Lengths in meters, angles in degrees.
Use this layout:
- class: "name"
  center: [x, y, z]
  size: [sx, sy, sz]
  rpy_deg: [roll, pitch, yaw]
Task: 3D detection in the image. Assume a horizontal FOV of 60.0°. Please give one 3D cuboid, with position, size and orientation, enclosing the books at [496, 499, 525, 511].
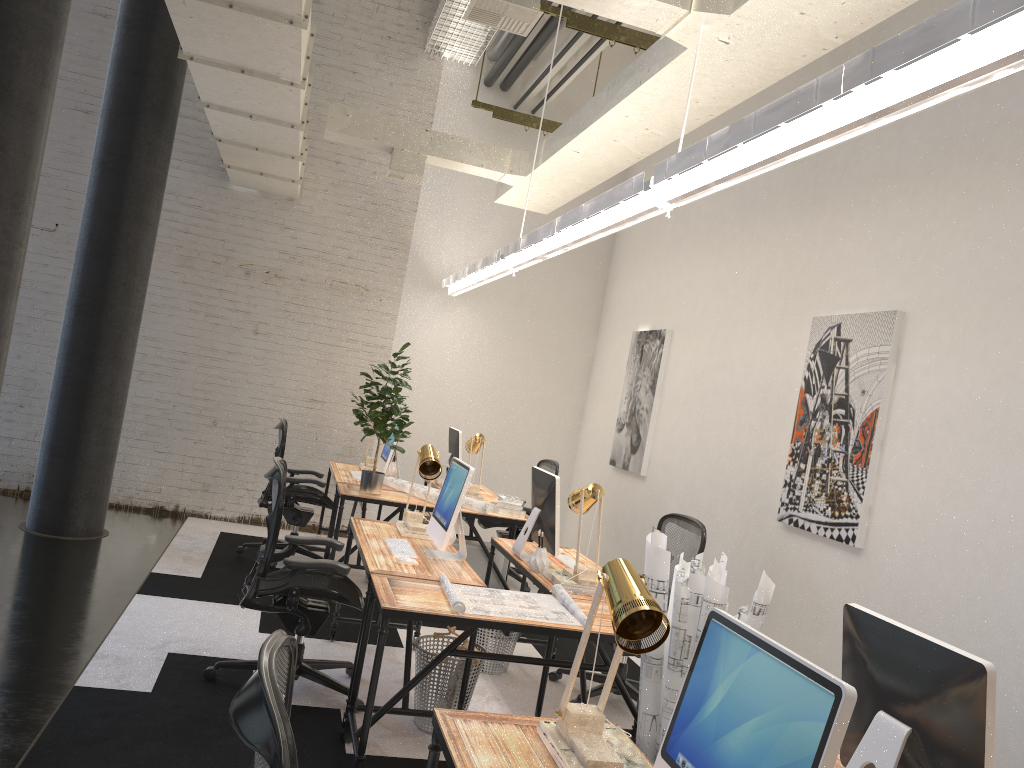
- class: "books"
  center: [-0.009, 0.861, 6.384]
  size: [0.193, 0.044, 0.257]
  rpy_deg: [10, -1, 4]

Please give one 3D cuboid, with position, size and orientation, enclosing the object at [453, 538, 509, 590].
- class: "object"
  center: [-0.323, 1.389, 6.517]
  size: [0.544, 0.455, 0.221]
  rpy_deg: [10, 0, -14]

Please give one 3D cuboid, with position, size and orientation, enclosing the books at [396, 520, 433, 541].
- class: "books"
  center: [-0.523, 0.820, 4.968]
  size: [0.225, 0.038, 0.308]
  rpy_deg: [10, -1, -14]

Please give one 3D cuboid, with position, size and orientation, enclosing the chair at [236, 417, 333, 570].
- class: "chair"
  center: [-1.650, 0.835, 6.923]
  size: [0.793, 1.085, 0.769]
  rpy_deg: [10, 0, -30]

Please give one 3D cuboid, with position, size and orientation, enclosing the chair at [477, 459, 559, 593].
- class: "chair"
  center: [0.040, 1.150, 7.540]
  size: [0.793, 1.085, 0.769]
  rpy_deg: [10, 0, -30]

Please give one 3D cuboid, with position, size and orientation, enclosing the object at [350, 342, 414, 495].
- class: "object"
  center: [-0.908, 0.222, 6.147]
  size: [0.439, 1.077, 0.513]
  rpy_deg: [10, 0, -23]

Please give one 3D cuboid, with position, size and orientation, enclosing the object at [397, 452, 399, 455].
- class: "object"
  center: [-0.990, 0.668, 7.396]
  size: [0.054, 0.207, 0.008]
  rpy_deg: [10, 0, -27]

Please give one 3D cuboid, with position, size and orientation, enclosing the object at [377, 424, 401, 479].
- class: "object"
  center: [-0.950, 0.529, 7.041]
  size: [0.190, 0.485, 0.483]
  rpy_deg: [10, 0, -14]

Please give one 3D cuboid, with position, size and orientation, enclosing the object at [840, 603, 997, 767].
- class: "object"
  center: [0.877, 0.799, 2.024]
  size: [0.190, 0.485, 0.483]
  rpy_deg: [10, 0, -14]

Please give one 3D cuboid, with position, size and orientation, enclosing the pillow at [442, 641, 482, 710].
- class: "pillow"
  center: [-0.237, 1.408, 4.149]
  size: [0.120, 0.406, 0.239]
  rpy_deg: [10, 0, -13]

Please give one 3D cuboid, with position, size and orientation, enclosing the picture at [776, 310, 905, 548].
- class: "picture"
  center: [1.724, 0.214, 4.716]
  size: [0.049, 1.183, 0.731]
  rpy_deg: [10, 0, -14]

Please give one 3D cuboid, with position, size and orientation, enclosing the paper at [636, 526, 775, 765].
- class: "paper"
  center: [0.627, 1.147, 3.261]
  size: [0.413, 1.198, 0.440]
  rpy_deg: [10, 0, -36]

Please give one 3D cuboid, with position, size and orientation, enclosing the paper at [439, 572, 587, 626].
- class: "paper"
  center: [0.001, 0.891, 3.692]
  size: [0.626, 0.061, 0.567]
  rpy_deg: [10, -1, -16]

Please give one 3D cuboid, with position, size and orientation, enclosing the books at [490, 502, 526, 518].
- class: "books"
  center: [-0.036, 0.904, 6.364]
  size: [0.200, 0.050, 0.271]
  rpy_deg: [10, -1, -16]

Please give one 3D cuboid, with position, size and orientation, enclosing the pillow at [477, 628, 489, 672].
- class: "pillow"
  center: [-0.181, 1.434, 5.118]
  size: [0.120, 0.406, 0.239]
  rpy_deg: [10, 0, -13]

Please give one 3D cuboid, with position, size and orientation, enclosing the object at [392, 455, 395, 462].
- class: "object"
  center: [-1.002, 0.665, 7.397]
  size: [0.008, 0.207, 0.054]
  rpy_deg: [10, 0, 41]

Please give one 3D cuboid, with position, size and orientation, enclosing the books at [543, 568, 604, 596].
- class: "books"
  center: [0.297, 0.957, 4.300]
  size: [0.225, 0.038, 0.308]
  rpy_deg: [10, -1, -14]

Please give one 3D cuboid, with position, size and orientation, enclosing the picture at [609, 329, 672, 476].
- class: "picture"
  center: [1.064, 0.138, 7.418]
  size: [0.049, 1.183, 0.731]
  rpy_deg: [10, 0, -14]

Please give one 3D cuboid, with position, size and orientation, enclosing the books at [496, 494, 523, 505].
- class: "books"
  center: [-0.018, 0.828, 6.381]
  size: [0.153, 0.030, 0.185]
  rpy_deg: [10, -1, -16]

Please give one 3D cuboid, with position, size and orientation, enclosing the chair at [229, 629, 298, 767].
- class: "chair"
  center: [-0.265, 1.019, 1.524]
  size: [0.793, 1.085, 0.769]
  rpy_deg: [10, 0, -30]

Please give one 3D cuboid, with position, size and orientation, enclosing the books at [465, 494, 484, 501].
- class: "books"
  center: [-0.358, 0.859, 6.898]
  size: [0.225, 0.038, 0.308]
  rpy_deg: [10, -1, -14]

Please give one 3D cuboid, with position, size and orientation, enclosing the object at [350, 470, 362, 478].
- class: "object"
  center: [-1.210, 0.719, 7.013]
  size: [0.119, 0.017, 0.438]
  rpy_deg: [10, -1, -14]

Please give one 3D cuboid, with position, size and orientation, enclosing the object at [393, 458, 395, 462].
- class: "object"
  center: [-0.987, 0.667, 7.372]
  size: [0.008, 0.207, 0.054]
  rpy_deg: [10, 0, -31]

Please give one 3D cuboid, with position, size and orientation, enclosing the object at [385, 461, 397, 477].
- class: "object"
  center: [-1.005, 0.707, 7.384]
  size: [0.101, 0.127, 0.101]
  rpy_deg: [10, 0, 31]

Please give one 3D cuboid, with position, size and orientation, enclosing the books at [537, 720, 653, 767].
- class: "books"
  center: [0.207, 0.906, 2.167]
  size: [0.225, 0.038, 0.308]
  rpy_deg: [10, -1, -14]

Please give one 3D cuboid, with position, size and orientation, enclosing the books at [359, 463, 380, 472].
- class: "books"
  center: [-1.179, 0.722, 7.566]
  size: [0.225, 0.038, 0.308]
  rpy_deg: [10, -1, -14]

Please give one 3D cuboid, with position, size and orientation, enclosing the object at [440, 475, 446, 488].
- class: "object"
  center: [-0.517, 0.790, 7.080]
  size: [0.101, 0.127, 0.101]
  rpy_deg: [10, 0, 31]

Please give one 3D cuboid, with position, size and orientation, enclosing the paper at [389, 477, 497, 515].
- class: "paper"
  center: [-0.554, 0.794, 6.443]
  size: [1.132, 0.082, 0.083]
  rpy_deg: [9, -1, 41]

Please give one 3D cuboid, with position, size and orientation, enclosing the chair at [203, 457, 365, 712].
- class: "chair"
  center: [-0.994, 0.933, 4.325]
  size: [0.793, 1.085, 0.769]
  rpy_deg: [10, 0, -30]

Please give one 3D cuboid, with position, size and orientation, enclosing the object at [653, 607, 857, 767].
- class: "object"
  center: [0.435, 0.713, 1.642]
  size: [0.190, 0.485, 0.483]
  rpy_deg: [10, 0, -14]

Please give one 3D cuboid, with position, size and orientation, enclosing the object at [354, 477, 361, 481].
- class: "object"
  center: [-1.138, 0.720, 6.692]
  size: [0.106, 0.029, 0.059]
  rpy_deg: [10, -1, -13]

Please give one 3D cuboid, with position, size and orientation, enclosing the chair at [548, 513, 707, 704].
- class: "chair"
  center: [0.696, 1.248, 4.942]
  size: [0.793, 1.085, 0.769]
  rpy_deg: [10, 0, -30]

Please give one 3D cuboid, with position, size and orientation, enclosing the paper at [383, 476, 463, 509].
- class: "paper"
  center: [-0.714, 0.765, 6.403]
  size: [0.083, 0.082, 1.132]
  rpy_deg: [11, -1, -39]
